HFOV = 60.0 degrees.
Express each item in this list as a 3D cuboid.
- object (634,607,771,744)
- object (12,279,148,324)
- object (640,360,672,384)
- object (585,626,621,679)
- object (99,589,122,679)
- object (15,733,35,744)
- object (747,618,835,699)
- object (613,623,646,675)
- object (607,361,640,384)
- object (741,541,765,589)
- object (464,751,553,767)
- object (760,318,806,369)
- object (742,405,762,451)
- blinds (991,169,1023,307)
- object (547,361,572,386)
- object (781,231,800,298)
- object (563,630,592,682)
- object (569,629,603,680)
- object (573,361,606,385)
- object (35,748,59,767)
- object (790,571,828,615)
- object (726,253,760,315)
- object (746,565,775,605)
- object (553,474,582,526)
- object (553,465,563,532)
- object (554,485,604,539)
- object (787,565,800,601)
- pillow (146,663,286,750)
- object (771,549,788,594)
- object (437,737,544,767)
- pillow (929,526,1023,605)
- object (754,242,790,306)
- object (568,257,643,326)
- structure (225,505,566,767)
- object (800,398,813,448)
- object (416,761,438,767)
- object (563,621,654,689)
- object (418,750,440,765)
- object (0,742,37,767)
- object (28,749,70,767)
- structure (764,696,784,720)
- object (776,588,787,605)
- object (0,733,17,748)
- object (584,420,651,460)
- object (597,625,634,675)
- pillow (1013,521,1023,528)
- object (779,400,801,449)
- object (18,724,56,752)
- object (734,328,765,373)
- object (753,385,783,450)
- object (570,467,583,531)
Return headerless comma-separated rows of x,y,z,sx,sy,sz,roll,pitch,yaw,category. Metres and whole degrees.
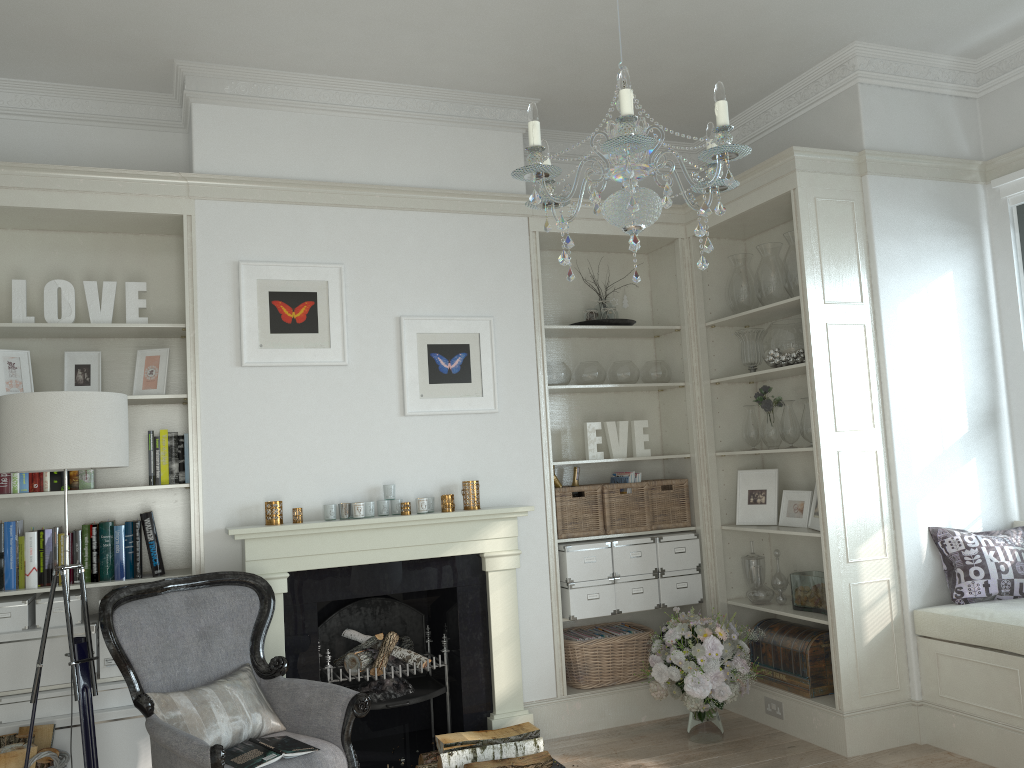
0.937,1.425,4.387,0.544,0.643,0.570,0,-6,-31,object
-1.954,-0.363,4.028,0.554,0.216,0.039,-1,-5,-22,object
0.837,-0.062,5.151,0.185,0.140,0.185,-3,-5,-2,object
0.488,1.469,4.846,0.088,0.238,0.274,-1,-5,-22,object
-1.752,1.105,4.004,0.188,0.360,0.294,-1,-5,-22,object
-1.883,1.629,3.376,0.128,0.565,0.076,-2,-5,-19,object
1.460,1.378,4.522,0.290,0.297,0.475,-1,-5,-22,object
0.644,1.465,4.909,0.088,0.238,0.274,-1,-5,-22,object
0.637,-0.057,5.071,0.185,0.140,0.185,-3,-5,-2,object
1.338,1.028,4.902,0.129,0.315,0.129,-2,-5,-17,object
-0.017,1.689,3.918,0.389,0.085,0.109,-1,-5,-20,object
1.456,-0.202,4.600,0.329,0.249,0.329,-8,-7,43,object
1.341,0.246,4.951,0.110,0.251,0.110,-8,-7,40,object
3.164,-0.097,3.080,0.141,2.238,3.076,-1,-5,-22,blinds
0.237,-0.048,4.911,0.185,0.140,0.185,-3,-5,-2,object
1.473,-0.593,4.528,0.193,0.362,0.193,1,-6,-39,object
0.340,1.473,4.795,0.088,0.238,0.274,-1,-5,-21,object
0.411,1.471,4.816,0.088,0.238,0.274,-1,-5,-21,object
0.437,-0.053,4.991,0.185,0.140,0.185,-3,-5,-2,object
-1.835,1.665,3.427,0.122,0.516,0.273,1,-7,-39,object
1.561,1.039,4.393,0.171,0.180,0.387,-1,-5,-22,object
1.302,-0.542,4.998,0.193,0.362,0.193,1,-6,-39,object
1.325,1.074,4.744,0.148,0.200,0.148,-7,-6,35,object
0.318,0.649,4.833,0.284,0.332,0.095,1,-7,-43,object
0.230,0.636,4.931,0.095,0.377,0.095,-5,-5,14,object
0.316,0.700,4.890,0.276,0.270,0.275,-1,-5,-22,object
1.537,1.072,4.792,0.094,0.188,0.094,-5,-5,20,object
-1.077,1.217,3.260,0.210,0.263,0.547,-6,-6,29,pillow
1.457,1.039,4.844,0.088,0.271,0.088,-2,-5,-17,object
-0.090,1.673,3.961,0.483,0.128,0.084,-1,-5,-20,object
2.278,0.865,4.208,0.550,0.398,0.229,-2,-5,-9,pillow
1.400,-0.568,4.773,0.193,0.362,0.193,1,-6,-39,object
0.529,-0.550,5.100,0.457,0.485,0.399,-5,-5,18,object
-0.611,1.229,4.252,1.432,1.191,1.026,-1,-5,-22,structure
1.517,0.196,4.508,0.110,0.251,0.110,-8,-7,40,object
-0.155,1.708,4.011,0.561,0.078,0.078,-1,-5,-21,object
0.493,1.481,4.848,0.554,0.263,0.408,-1,-5,-21,object
-0.171,1.693,4.090,0.516,0.123,0.118,-1,-6,-24,object
-1.872,1.577,3.301,0.165,0.456,0.148,-8,-7,44,object
-0.526,1.568,3.825,3.296,0.432,0.395,-2,-5,-17,object
1.312,1.624,4.442,0.010,0.084,0.140,-1,-5,-22,structure
1.416,1.117,4.667,0.056,0.090,0.056,-4,-5,9,object
-1.983,1.672,3.476,0.077,0.564,0.147,-1,-6,-26,object
0.594,0.314,4.986,0.393,0.207,0.039,-1,-5,-22,object
0.567,1.467,4.878,0.088,0.238,0.274,-1,-5,-21,object
2.640,0.831,4.119,0.187,0.360,0.695,-1,-5,-21,pillow
1.458,0.213,4.657,0.110,0.251,0.110,-8,-7,40,object
-1.899,1.596,3.514,0.150,0.462,0.178,-3,-5,0,object
1.323,-0.170,4.898,0.168,0.256,0.168,-6,-6,26,object
1.400,0.179,4.822,0.166,0.355,0.206,-5,-5,17,object
0.337,0.647,4.974,0.127,0.361,0.094,-1,-5,-22,object
